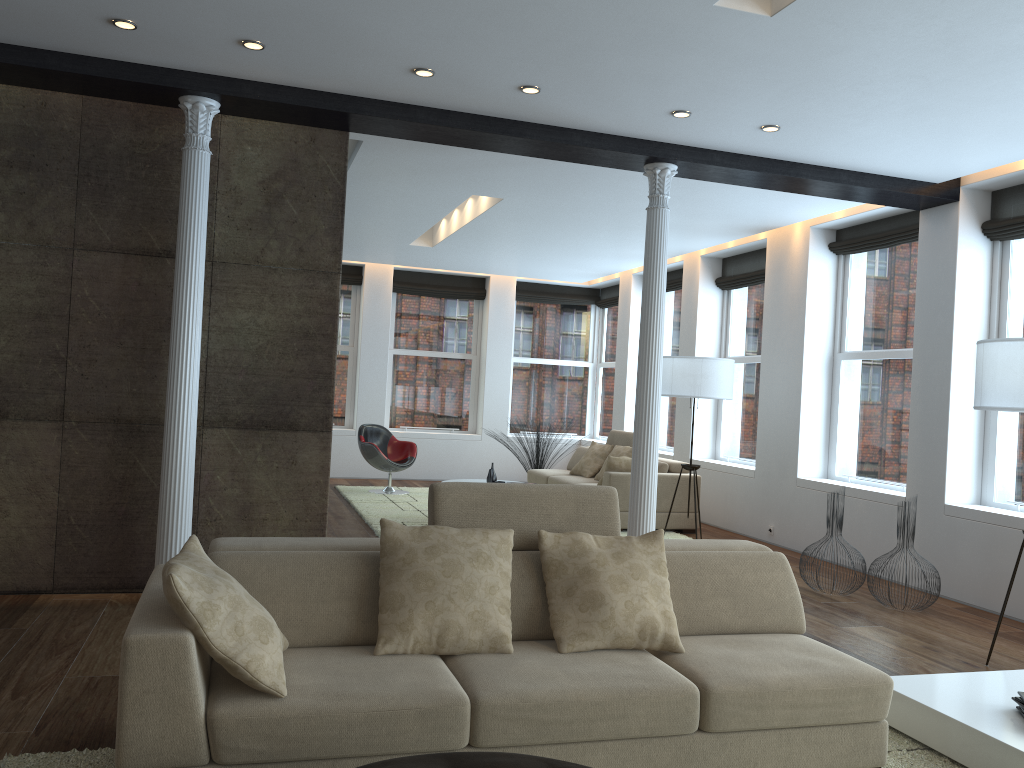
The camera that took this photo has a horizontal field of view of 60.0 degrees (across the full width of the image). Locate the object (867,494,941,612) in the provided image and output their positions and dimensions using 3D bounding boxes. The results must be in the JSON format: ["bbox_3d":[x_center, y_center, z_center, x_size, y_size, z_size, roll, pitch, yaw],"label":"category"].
[{"bbox_3d":[2.672,1.133,6.029,0.458,0.781,0.458,3,-1,-18],"label":"object"}]

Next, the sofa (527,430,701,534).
[{"bbox_3d":[1.047,1.002,9.987,1.018,0.950,2.581,3,-1,-17],"label":"sofa"}]

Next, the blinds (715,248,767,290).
[{"bbox_3d":[2.612,-1.260,9.597,0.156,0.393,1.342,3,-1,-17],"label":"blinds"}]

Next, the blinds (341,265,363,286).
[{"bbox_3d":[-2.805,-1.571,12.426,1.412,0.307,0.156,3,-1,-17],"label":"blinds"}]

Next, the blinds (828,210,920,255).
[{"bbox_3d":[3.222,-1.308,7.621,0.156,0.275,1.396,3,-1,-17],"label":"blinds"}]

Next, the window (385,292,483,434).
[{"bbox_3d":[-1.159,-0.414,13.037,1.420,2.400,0.123,3,-1,-17],"label":"window"}]

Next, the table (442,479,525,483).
[{"bbox_3d":[-0.190,1.178,8.629,1.022,0.393,1.022,3,-1,27],"label":"table"}]

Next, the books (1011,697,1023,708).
[{"bbox_3d":[2.030,1.225,3.285,0.220,0.010,0.300,3,-1,8],"label":"books"}]

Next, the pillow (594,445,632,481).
[{"bbox_3d":[1.141,0.874,9.749,0.301,0.439,0.534,3,-1,-21],"label":"pillow"}]

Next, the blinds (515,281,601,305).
[{"bbox_3d":[0.675,-1.365,13.496,1.442,0.312,0.155,3,-1,-17],"label":"blinds"}]

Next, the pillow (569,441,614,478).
[{"bbox_3d":[0.945,0.881,10.342,0.368,0.416,0.519,3,-1,-22],"label":"pillow"}]

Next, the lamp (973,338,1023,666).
[{"bbox_3d":[2.788,0.647,4.652,0.698,1.728,0.698,3,-1,7],"label":"lamp"}]

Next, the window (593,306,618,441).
[{"bbox_3d":[5.596,0.650,20.740,34.761,17.917,13.698,3,-1,-17],"label":"window"}]

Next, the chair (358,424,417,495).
[{"bbox_3d":[-1.540,0.919,10.929,0.810,0.818,0.669,4,-1,-37],"label":"chair"}]

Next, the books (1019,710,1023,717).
[{"bbox_3d":[2.028,1.263,3.285,0.220,0.010,0.300,3,-1,18],"label":"books"}]

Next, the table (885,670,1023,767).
[{"bbox_3d":[2.062,1.357,3.467,0.900,0.170,0.900,3,-1,-17],"label":"table"}]

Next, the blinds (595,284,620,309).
[{"bbox_3d":[1.554,-1.314,13.046,0.156,0.327,1.377,3,-1,-17],"label":"blinds"}]

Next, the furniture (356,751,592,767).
[{"bbox_3d":[-0.046,1.131,1.851,1.057,0.355,1.057,3,-1,-15],"label":"furniture"}]

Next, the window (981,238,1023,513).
[{"bbox_3d":[3.755,-0.221,5.895,0.123,2.400,1.432,3,-1,-17],"label":"window"}]

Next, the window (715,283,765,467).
[{"bbox_3d":[2.616,-0.244,9.604,0.123,2.400,1.345,3,-1,-17],"label":"window"}]

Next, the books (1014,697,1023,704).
[{"bbox_3d":[2.055,1.216,3.278,0.220,0.010,0.300,3,-1,-2],"label":"books"}]

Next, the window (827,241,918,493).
[{"bbox_3d":[3.223,-0.232,7.627,0.123,2.400,1.391,3,-1,-17],"label":"window"}]

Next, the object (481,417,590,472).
[{"bbox_3d":[0.316,0.929,11.657,1.119,1.014,1.125,4,-1,-31],"label":"object"}]

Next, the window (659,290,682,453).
[{"bbox_3d":[2.089,-0.254,11.319,0.123,2.400,1.444,3,-1,-17],"label":"window"}]

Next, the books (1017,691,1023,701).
[{"bbox_3d":[2.031,1.205,3.285,0.220,0.010,0.300,3,-1,18],"label":"books"}]

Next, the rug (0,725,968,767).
[{"bbox_3d":[0.779,1.367,2.129,4.231,0.020,2.972,3,-1,-17],"label":"rug"}]

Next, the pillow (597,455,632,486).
[{"bbox_3d":[1.136,0.887,8.952,0.518,0.393,0.395,3,-1,-21],"label":"pillow"}]

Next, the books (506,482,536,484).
[{"bbox_3d":[0.096,0.984,8.723,0.300,0.010,0.220,3,-1,-2],"label":"books"}]

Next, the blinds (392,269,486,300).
[{"bbox_3d":[-1.075,-1.442,12.958,1.422,0.363,0.156,3,-1,-17],"label":"blinds"}]

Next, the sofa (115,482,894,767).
[{"bbox_3d":[0.008,0.871,3.264,2.581,0.950,1.021,3,-1,-17],"label":"sofa"}]

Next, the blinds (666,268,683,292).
[{"bbox_3d":[2.089,-1.330,11.310,0.156,0.275,1.442,3,-1,-17],"label":"blinds"}]

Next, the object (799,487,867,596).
[{"bbox_3d":[2.328,1.118,6.411,0.458,0.781,0.458,3,-1,-18],"label":"object"}]

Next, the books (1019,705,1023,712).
[{"bbox_3d":[2.029,1.244,3.285,0.220,0.010,0.300,3,-1,18],"label":"books"}]

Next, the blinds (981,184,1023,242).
[{"bbox_3d":[3.736,-1.238,5.883,0.183,0.395,1.431,3,-1,-17],"label":"blinds"}]

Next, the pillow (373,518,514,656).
[{"bbox_3d":[-0.232,0.728,3.204,0.534,0.439,0.301,3,-1,-14],"label":"pillow"}]

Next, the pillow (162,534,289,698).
[{"bbox_3d":[-0.889,0.708,2.753,0.395,0.393,0.518,3,-1,-14],"label":"pillow"}]

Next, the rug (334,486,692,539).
[{"bbox_3d":[-0.192,1.395,9.629,2.972,0.020,4.231,3,-1,-17],"label":"rug"}]

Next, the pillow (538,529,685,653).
[{"bbox_3d":[0.368,0.773,3.375,0.519,0.416,0.368,3,-1,-13],"label":"pillow"}]

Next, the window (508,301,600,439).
[{"bbox_3d":[0.606,-0.311,13.572,1.474,2.400,0.123,3,-1,-17],"label":"window"}]

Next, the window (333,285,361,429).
[{"bbox_3d":[-2.896,-0.515,12.503,1.420,2.400,0.123,3,-1,-17],"label":"window"}]

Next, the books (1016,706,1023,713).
[{"bbox_3d":[2.053,1.255,3.277,0.220,0.010,0.300,3,-1,3],"label":"books"}]

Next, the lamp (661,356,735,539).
[{"bbox_3d":[1.676,0.624,8.274,0.698,1.728,0.698,3,-1,7],"label":"lamp"}]
